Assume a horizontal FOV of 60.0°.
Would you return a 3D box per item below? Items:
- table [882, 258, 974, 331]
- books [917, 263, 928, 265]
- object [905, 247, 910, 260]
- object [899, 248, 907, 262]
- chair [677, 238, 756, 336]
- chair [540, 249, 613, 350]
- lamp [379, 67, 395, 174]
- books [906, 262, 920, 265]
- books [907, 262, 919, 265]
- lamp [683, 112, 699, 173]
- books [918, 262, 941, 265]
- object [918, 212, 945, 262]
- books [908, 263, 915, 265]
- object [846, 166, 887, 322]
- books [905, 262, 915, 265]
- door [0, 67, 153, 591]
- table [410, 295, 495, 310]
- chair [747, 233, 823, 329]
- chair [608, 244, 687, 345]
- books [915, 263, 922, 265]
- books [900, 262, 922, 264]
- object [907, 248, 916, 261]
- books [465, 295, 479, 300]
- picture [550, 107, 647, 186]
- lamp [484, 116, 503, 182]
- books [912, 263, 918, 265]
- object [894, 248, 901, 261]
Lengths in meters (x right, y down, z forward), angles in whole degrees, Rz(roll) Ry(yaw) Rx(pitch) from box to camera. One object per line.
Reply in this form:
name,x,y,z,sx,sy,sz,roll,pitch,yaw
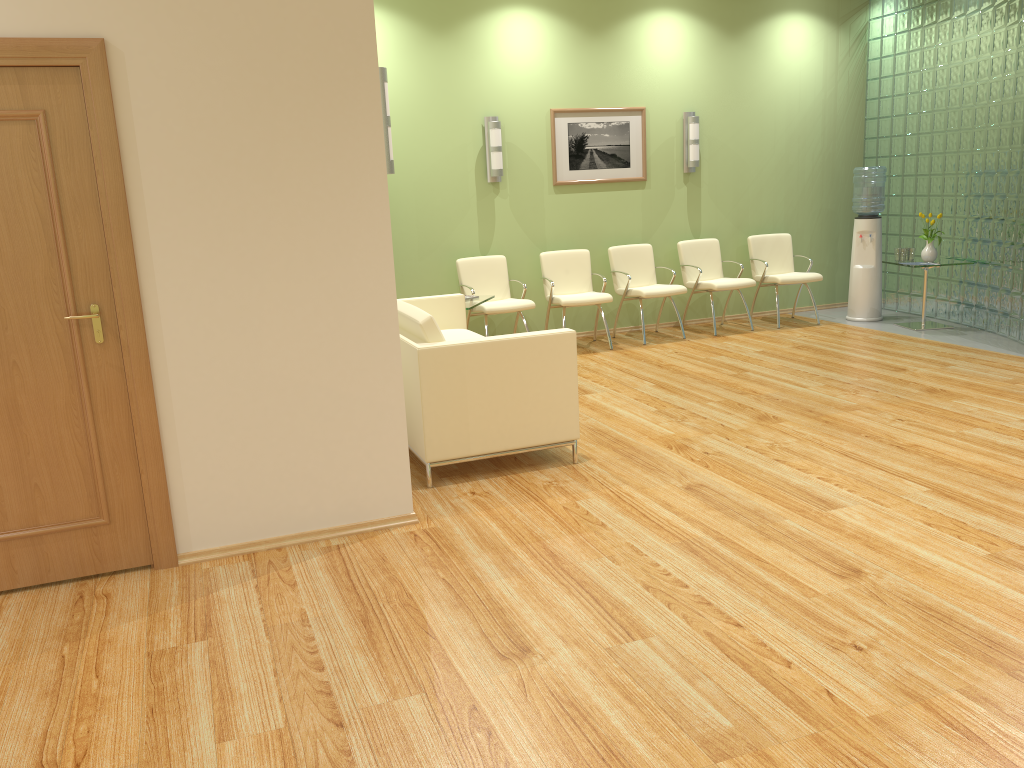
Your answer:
table,3.907,-0.850,8.391,0.581,0.614,0.581,-4,13,-6
books,3.798,-1.103,8.129,0.150,0.004,0.210,0,13,15
object,3.792,-1.249,8.518,0.071,0.119,0.072,-7,13,-19
object,3.715,-1.226,8.435,0.071,0.119,0.072,-7,13,-19
chair,15.118,-0.051,1.479,30.806,0.986,0.748,4,15,29
chair,0.592,-0.777,8.203,0.536,0.881,0.650,-6,13,-15
lamp,-0.644,-1.235,4.184,0.142,0.580,0.134,-7,13,-19
books,3.730,-1.112,8.184,0.210,0.004,0.150,-9,14,-24
books,3.739,-1.109,8.169,0.210,0.004,0.150,-12,15,-34
lamp,1.776,-2.386,8.750,0.134,0.580,0.142,-7,13,-19
books,3.816,-1.103,8.125,0.150,0.004,0.210,-2,13,5
object,3.896,-1.370,8.256,0.219,0.459,0.201,-1,13,10
books,3.751,-1.106,8.155,0.150,0.004,0.210,10,18,44
object,3.538,-1.390,8.837,0.353,1.506,0.353,-6,13,-13
books,3.720,-1.119,8.219,0.210,0.004,0.150,-4,13,-5
door,-1.951,-0.160,3.394,0.823,2.001,0.098,-7,13,-19
table,-0.574,-0.366,7.249,0.736,0.614,0.736,0,13,15
chair,2.745,-1.058,8.965,0.536,0.881,0.650,-6,13,-15
chair,14.739,0.000,1.339,31.281,0.986,0.752,4,14,28
books,3.781,-1.103,8.135,0.150,0.004,0.210,3,14,24
books,3.724,-1.115,8.201,0.210,0.004,0.150,-6,13,-15
object,3.799,-1.232,8.440,0.071,0.119,0.072,-7,13,-19
books,-0.466,-0.708,7.276,0.230,0.031,0.328,10,18,44
picture,0.842,-2.278,8.480,1.000,0.700,0.025,-7,13,-19
lamp,-0.158,-2.134,8.064,0.134,0.580,0.142,-7,13,-19
books,3.765,-1.105,8.144,0.150,0.004,0.210,6,15,34
object,3.708,-1.244,8.517,0.071,0.119,0.072,-7,13,-19
